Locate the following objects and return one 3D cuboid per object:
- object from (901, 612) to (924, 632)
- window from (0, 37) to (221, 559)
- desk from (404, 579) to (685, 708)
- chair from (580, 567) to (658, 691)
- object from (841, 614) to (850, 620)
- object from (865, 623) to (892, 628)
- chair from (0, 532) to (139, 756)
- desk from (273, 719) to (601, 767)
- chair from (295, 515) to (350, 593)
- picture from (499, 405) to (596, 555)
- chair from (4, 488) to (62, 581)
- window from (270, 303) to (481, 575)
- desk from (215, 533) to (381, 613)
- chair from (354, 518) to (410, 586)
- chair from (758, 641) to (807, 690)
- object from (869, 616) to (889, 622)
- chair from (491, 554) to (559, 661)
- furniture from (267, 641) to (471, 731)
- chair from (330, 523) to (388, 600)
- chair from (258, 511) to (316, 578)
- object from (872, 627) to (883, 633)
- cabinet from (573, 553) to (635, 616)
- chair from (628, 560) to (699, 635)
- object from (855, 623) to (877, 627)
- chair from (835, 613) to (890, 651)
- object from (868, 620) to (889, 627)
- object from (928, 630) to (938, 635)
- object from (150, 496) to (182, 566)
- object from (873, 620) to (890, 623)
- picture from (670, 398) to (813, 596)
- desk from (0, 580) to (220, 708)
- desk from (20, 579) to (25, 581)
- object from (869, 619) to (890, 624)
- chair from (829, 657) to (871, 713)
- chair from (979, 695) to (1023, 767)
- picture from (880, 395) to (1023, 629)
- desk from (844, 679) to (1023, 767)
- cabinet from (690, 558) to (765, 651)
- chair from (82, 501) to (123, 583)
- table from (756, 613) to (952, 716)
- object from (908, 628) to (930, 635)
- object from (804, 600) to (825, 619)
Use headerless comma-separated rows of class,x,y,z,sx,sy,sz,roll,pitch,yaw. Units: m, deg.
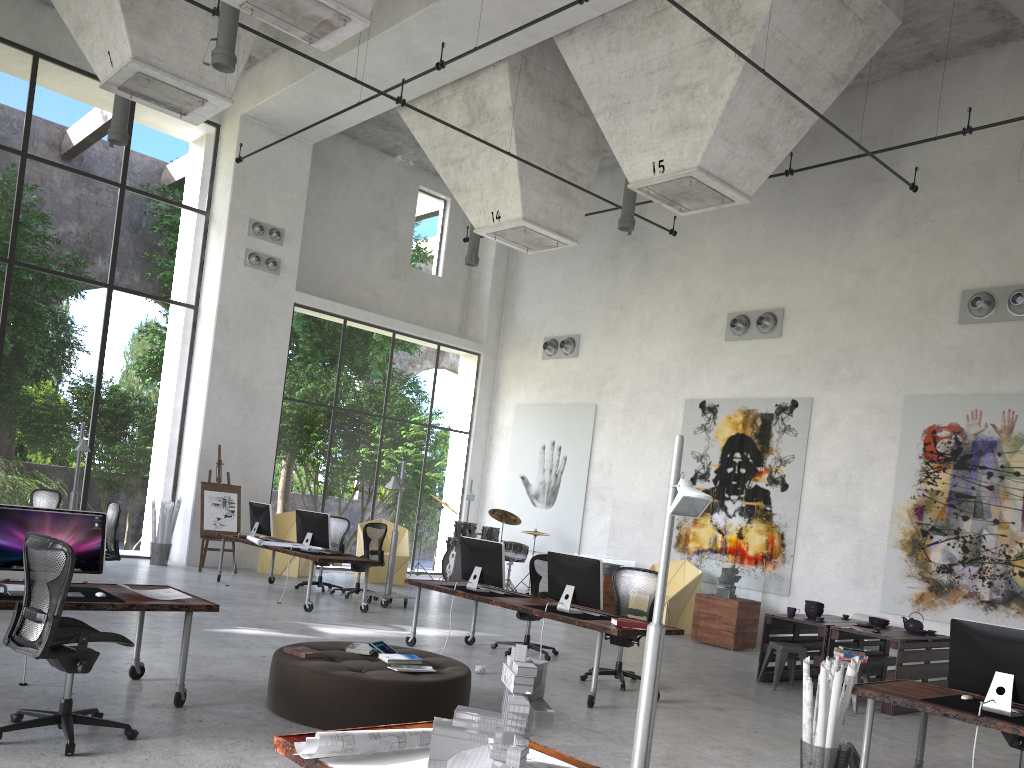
object,4.621,2.737,10.099,0.214,0.232,0.217,11,-5,-44
window,-7.861,-1.277,13.669,6.027,7.830,0.067,10,-2,-42
desk,0.149,2.575,8.933,0.985,0.721,3.118,12,-9,-41
chair,1.179,2.474,8.982,0.767,1.182,0.800,6,-3,17
object,4.082,2.844,10.719,0.139,0.056,0.116,10,-7,-26
object,4.243,2.800,10.167,0.294,0.024,0.299,3,-9,25
chair,-2.602,1.476,5.172,0.766,1.182,0.800,6,-3,22
desk,0.485,1.678,2.330,0.985,0.721,3.118,12,-9,-41
chair,-2.947,2.674,13.895,0.771,1.182,0.796,7,-3,-3
picture,0.676,1.927,17.963,0.020,3.012,2.325,7,-2,-42
chair,-6.065,1.888,11.013,0.768,1.182,0.799,6,-3,12
window,-2.652,1.348,17.636,4.613,4.879,0.020,10,-2,-42
desk,-3.196,2.701,12.657,0.985,0.721,3.118,12,-9,-41
chair,-2.393,3.113,16.395,0.986,1.166,0.933,8,-4,-22
chair,3.079,3.177,9.888,0.421,0.488,0.439,7,-4,-7
object,4.244,2.740,10.171,0.232,0.058,0.228,14,-10,-42
chair,0.208,2.515,10.096,0.787,1.182,0.779,5,-3,32
furniture,-1.068,2.282,6.666,1.526,0.427,1.504,13,-10,-40
chair,-2.343,2.701,13.573,0.790,1.182,0.777,6,-3,12
chair,-3.960,2.824,15.694,0.977,1.166,0.941,6,-3,7
object,3.928,2.647,9.466,0.137,0.056,0.118,4,-7,23
cabinet,1.523,3.451,14.980,0.751,1.011,0.731,10,-4,-42
chair,2.444,3.353,13.978,0.944,1.166,0.974,10,-5,-43
object,4.030,2.750,9.993,0.233,0.019,0.237,-1,-11,43
chair,4.536,3.404,11.355,0.690,0.817,0.782,5,-5,33
object,4.243,2.779,10.166,0.228,0.047,0.231,6,-8,7
object,4.754,2.814,9.940,0.116,0.056,0.139,6,-7,9
object,-5.845,2.456,14.732,0.438,1.207,0.416,6,-1,26
object,4.249,2.752,10.169,0.228,0.062,0.231,0,-10,43
picture,3.570,1.730,14.124,0.020,3.012,2.343,7,-2,-42
desk,-3.564,1.635,5.470,3.167,0.721,0.970,14,-8,-42
desk,-6.326,1.925,9.856,0.975,0.721,3.120,11,-9,-41
object,4.246,2.764,10.165,0.227,0.062,0.232,0,-10,43
chair,3.494,3.124,9.162,0.417,0.488,0.442,4,-5,43
chair,3.676,2.387,6.252,0.787,1.182,0.779,5,-3,37
picture,6.040,1.642,11.402,0.020,3.012,2.207,7,-2,-42
desk,3.614,2.453,5.132,0.975,0.721,3.120,11,-9,-41
cabinet,3.180,3.245,12.958,0.600,1.252,0.739,8,-3,-42
chair,-4.809,1.900,10.025,0.765,1.182,0.801,5,-3,37
table,3.961,3.166,10.094,1.524,0.792,1.595,13,-9,-42
object,4.555,2.777,9.836,0.228,0.047,0.232,3,-9,25
object,3.519,2.631,10.233,0.216,0.213,0.192,10,-5,-41
